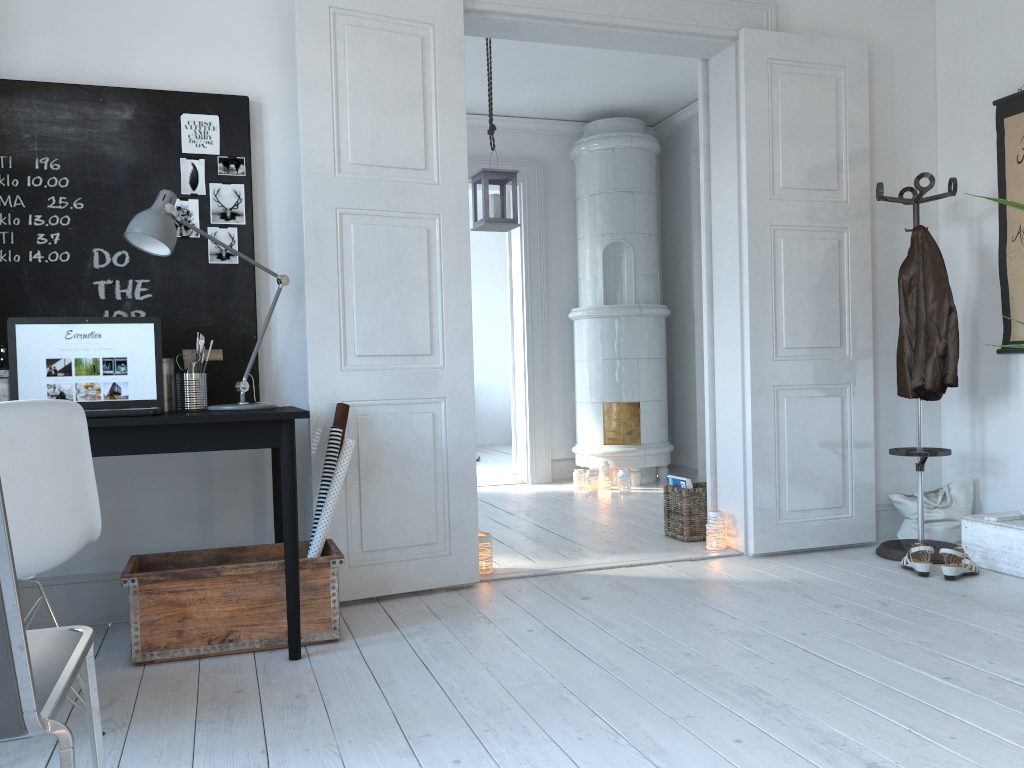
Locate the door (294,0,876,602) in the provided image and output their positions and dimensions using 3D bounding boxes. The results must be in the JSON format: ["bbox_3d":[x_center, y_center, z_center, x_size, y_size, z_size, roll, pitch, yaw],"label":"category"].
[{"bbox_3d":[0.383,-0.450,3.912,2.598,2.506,0.577,-2,2,-18],"label":"door"}]

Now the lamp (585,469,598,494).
[{"bbox_3d":[0.563,0.690,6.277,0.089,0.166,0.089,-2,1,-17],"label":"lamp"}]

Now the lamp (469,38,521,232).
[{"bbox_3d":[-0.121,-1.786,5.137,0.228,1.763,0.228,-2,2,-22],"label":"lamp"}]

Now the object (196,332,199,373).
[{"bbox_3d":[-1.085,-0.046,3.055,0.008,0.268,0.060,-2,2,-2],"label":"object"}]

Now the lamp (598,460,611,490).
[{"bbox_3d":[0.671,0.663,6.451,0.098,0.210,0.098,-2,1,-14],"label":"lamp"}]

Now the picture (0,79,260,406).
[{"bbox_3d":[-1.416,-0.468,3.171,0.952,1.173,0.064,-2,2,-18],"label":"picture"}]

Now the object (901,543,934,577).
[{"bbox_3d":[1.667,0.706,3.656,0.099,0.126,0.272,-1,1,14],"label":"object"}]

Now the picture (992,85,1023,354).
[{"bbox_3d":[2.313,-0.791,3.624,0.057,1.314,0.793,-2,1,-18],"label":"picture"}]

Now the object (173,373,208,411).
[{"bbox_3d":[-1.099,0.028,3.036,0.108,0.128,0.108,-2,1,-3],"label":"object"}]

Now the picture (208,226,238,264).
[{"bbox_3d":[-1.061,-0.511,3.255,0.103,0.136,0.001,-2,2,-18],"label":"picture"}]

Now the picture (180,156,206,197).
[{"bbox_3d":[-1.158,-0.753,3.220,0.083,0.146,0.002,-2,2,-18],"label":"picture"}]

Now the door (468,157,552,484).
[{"bbox_3d":[-0.563,-0.451,6.775,2.598,2.506,0.577,-2,2,-18],"label":"door"}]

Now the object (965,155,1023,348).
[{"bbox_3d":[2.102,-0.016,3.017,1.044,1.554,0.288,-1,2,11],"label":"object"}]

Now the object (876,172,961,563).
[{"bbox_3d":[1.799,-0.068,3.922,0.374,1.659,0.374,-2,2,-11],"label":"object"}]

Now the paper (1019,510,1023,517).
[{"bbox_3d":[2.183,0.537,3.563,0.222,0.031,0.175,-1,1,14],"label":"paper"}]

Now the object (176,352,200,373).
[{"bbox_3d":[-1.114,-0.011,3.042,0.081,0.198,0.050,-1,2,7],"label":"object"}]

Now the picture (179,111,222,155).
[{"bbox_3d":[-1.131,-0.914,3.225,0.147,0.154,0.004,-2,2,-18],"label":"picture"}]

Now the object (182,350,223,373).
[{"bbox_3d":[-1.073,-0.016,3.100,0.138,0.209,0.034,-3,2,-38],"label":"object"}]

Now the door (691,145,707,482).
[{"bbox_3d":[1.768,-0.507,5.954,0.306,2.506,1.598,-2,1,-18],"label":"door"}]

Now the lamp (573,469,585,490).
[{"bbox_3d":[0.492,0.699,6.497,0.084,0.146,0.084,-2,1,-14],"label":"lamp"}]

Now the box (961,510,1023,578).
[{"bbox_3d":[2.165,0.646,3.506,0.376,0.218,0.641,-2,1,-18],"label":"box"}]

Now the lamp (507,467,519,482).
[{"bbox_3d":[0.011,0.717,7.000,0.093,0.110,0.093,-2,1,-1],"label":"lamp"}]

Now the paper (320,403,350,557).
[{"bbox_3d":[-0.667,0.445,3.156,0.048,0.747,0.297,-1,2,27],"label":"paper"}]

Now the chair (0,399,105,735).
[{"bbox_3d":[-1.256,0.450,2.120,0.554,0.824,0.474,-1,2,37],"label":"chair"}]

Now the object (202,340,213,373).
[{"bbox_3d":[-1.062,-0.031,3.047,0.084,0.240,0.009,-3,2,-41],"label":"object"}]

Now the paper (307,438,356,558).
[{"bbox_3d":[-0.650,0.505,3.026,0.283,0.627,0.041,-3,2,-40],"label":"paper"}]

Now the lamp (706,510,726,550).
[{"bbox_3d":[0.954,0.685,4.147,0.093,0.180,0.093,-3,2,-35],"label":"lamp"}]

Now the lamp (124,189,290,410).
[{"bbox_3d":[-1.004,-0.266,2.992,0.230,0.716,0.616,0,2,43],"label":"lamp"}]

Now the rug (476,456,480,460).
[{"bbox_3d":[-1.328,0.771,9.299,1.710,0.055,1.456,-2,1,-18],"label":"rug"}]

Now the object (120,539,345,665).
[{"bbox_3d":[-0.903,0.704,2.915,0.664,0.282,0.339,-2,1,-18],"label":"object"}]

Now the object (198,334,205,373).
[{"bbox_3d":[-1.081,-0.043,3.056,0.012,0.264,0.062,-1,2,24],"label":"object"}]

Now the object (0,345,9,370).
[{"bbox_3d":[-1.629,-0.087,2.746,0.137,0.087,0.073,-2,1,-18],"label":"object"}]

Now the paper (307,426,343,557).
[{"bbox_3d":[-0.669,0.488,3.082,0.043,0.669,0.266,-1,2,27],"label":"paper"}]

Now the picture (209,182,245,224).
[{"bbox_3d":[-1.045,-0.665,3.258,0.121,0.153,0.002,-2,2,-18],"label":"picture"}]

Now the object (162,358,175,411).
[{"bbox_3d":[-1.207,0.006,3.075,0.079,0.188,0.079,-3,2,-39],"label":"object"}]

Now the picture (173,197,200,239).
[{"bbox_3d":[-1.190,-0.600,3.211,0.107,0.150,0.001,-2,2,-18],"label":"picture"}]

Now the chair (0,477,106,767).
[{"bbox_3d":[-0.834,0.462,1.154,0.562,0.798,0.524,-2,1,-18],"label":"chair"}]

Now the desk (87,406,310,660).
[{"bbox_3d":[-1.248,0.478,2.796,1.159,0.759,0.651,-2,1,-18],"label":"desk"}]

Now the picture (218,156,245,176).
[{"bbox_3d":[-1.031,-0.804,3.261,0.095,0.071,0.001,-2,2,-18],"label":"picture"}]

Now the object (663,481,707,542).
[{"bbox_3d":[0.947,0.648,4.528,0.270,0.265,0.224,-2,1,-18],"label":"object"}]

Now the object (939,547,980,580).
[{"bbox_3d":[1.798,0.703,3.551,0.099,0.126,0.272,0,1,44],"label":"object"}]

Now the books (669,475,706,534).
[{"bbox_3d":[0.933,0.615,4.524,0.201,0.300,0.179,-2,1,-18],"label":"books"}]

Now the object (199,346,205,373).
[{"bbox_3d":[-1.075,-0.021,3.049,0.009,0.222,0.082,-1,1,11],"label":"object"}]

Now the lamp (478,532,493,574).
[{"bbox_3d":[-0.127,0.722,3.778,0.089,0.166,0.089,-2,2,-26],"label":"lamp"}]

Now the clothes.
[{"bbox_3d":[1.797,-0.308,3.844,0.237,0.770,0.211,-1,2,15],"label":"clothes"}]

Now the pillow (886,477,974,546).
[{"bbox_3d":[1.987,0.596,4.181,0.317,0.314,0.273,-2,1,-17],"label":"pillow"}]

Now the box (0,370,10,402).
[{"bbox_3d":[-1.711,0.034,2.817,0.317,0.152,0.193,-2,1,-18],"label":"box"}]

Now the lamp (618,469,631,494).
[{"bbox_3d":[0.789,0.684,6.231,0.089,0.166,0.089,-2,1,-19],"label":"lamp"}]

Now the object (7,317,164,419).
[{"bbox_3d":[-1.304,-0.055,2.678,0.445,0.315,0.325,-2,1,-18],"label":"object"}]

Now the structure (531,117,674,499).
[{"bbox_3d":[0.727,-0.564,6.628,0.800,2.829,1.247,-1,2,27],"label":"structure"}]
